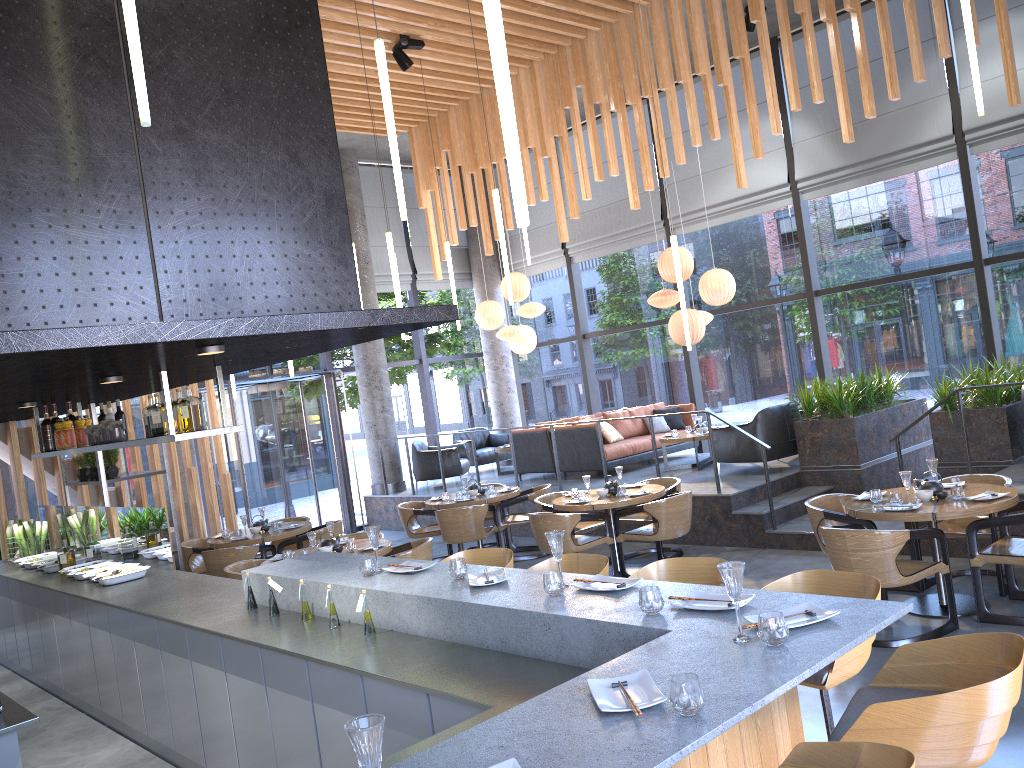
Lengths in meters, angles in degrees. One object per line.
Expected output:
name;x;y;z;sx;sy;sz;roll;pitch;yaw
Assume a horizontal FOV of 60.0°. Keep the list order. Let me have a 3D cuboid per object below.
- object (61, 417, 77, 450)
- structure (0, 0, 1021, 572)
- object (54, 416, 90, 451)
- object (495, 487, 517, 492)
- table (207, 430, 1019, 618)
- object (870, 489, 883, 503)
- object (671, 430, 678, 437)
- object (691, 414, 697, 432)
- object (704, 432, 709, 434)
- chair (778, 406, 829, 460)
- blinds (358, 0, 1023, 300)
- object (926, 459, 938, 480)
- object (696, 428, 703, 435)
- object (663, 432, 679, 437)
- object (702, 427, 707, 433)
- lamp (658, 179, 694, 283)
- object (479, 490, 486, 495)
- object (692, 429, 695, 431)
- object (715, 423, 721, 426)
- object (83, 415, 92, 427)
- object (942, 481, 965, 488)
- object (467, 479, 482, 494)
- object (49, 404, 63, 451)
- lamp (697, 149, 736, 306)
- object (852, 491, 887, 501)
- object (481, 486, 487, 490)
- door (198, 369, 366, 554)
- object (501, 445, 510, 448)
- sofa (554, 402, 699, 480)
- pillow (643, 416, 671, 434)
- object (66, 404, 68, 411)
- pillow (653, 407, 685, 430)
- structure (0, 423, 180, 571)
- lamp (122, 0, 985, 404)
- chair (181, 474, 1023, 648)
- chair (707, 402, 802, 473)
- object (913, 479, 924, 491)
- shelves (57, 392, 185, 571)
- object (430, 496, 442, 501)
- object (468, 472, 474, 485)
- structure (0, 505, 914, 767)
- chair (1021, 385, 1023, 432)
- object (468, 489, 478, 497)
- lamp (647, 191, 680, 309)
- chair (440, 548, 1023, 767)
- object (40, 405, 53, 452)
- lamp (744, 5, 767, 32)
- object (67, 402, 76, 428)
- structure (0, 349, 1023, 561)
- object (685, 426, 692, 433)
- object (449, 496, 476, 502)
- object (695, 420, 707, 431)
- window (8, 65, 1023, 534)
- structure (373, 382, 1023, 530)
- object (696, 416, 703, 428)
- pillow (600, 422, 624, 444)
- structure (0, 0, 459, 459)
object;-3.351;0.371;6.693;0.096;0.246;0.096;-8;0;3
structure;-1.476;-0.803;5.827;10.127;5.894;10.399;-8;0;-42
object;-3.391;0.377;6.821;0.235;0.246;0.096;-8;0;-22
object;-0.070;1.199;9.995;0.170;0.025;0.294;-8;0;28
table;1.348;1.281;8.587;6.876;0.968;10.659;-8;0;-42
object;2.564;0.791;6.249;0.086;0.086;0.086;-8;0;-17
object;2.101;0.636;11.452;0.086;0.086;0.086;-8;0;-38
object;2.435;0.516;11.789;0.082;0.227;0.082;-8;0;30
object;2.512;0.609;11.138;0.170;0.025;0.294;-8;0;28
chair;3.751;0.499;11.064;0.833;0.743;1.030;-8;0;33
blinds;-1.117;-2.672;11.648;17.610;2.314;8.760;-8;0;1
object;3.022;0.653;6.349;0.082;0.227;0.082;-8;0;-21
object;2.359;0.599;11.165;0.086;0.086;0.086;-8;0;-38
object;2.065;0.673;11.636;0.170;0.025;0.294;-8;0;28
object;2.460;0.596;11.427;0.116;0.065;0.116;-8;0;-13
lamp;1.997;-2.491;11.551;0.465;2.374;0.465;-8;0;-19
object;-0.334;1.228;10.035;0.080;0.042;0.080;-8;0;33
object;2.457;0.616;11.923;0.294;0.025;0.170;-8;0;-7
object;2.662;0.556;11.443;0.086;0.086;0.086;-8;0;-38
object;-3.345;0.370;6.998;0.096;0.246;0.096;-8;0;3
object;3.125;0.741;6.449;0.294;0.025;0.170;-8;0;32
object;-0.437;1.173;10.143;0.163;0.179;0.168;-8;0;13
object;-3.539;0.330;6.897;0.105;0.380;0.105;-8;0;33
lamp;0.896;-2.327;8.552;0.468;3.124;6.999;-8;0;29
object;2.582;0.819;6.436;0.170;0.025;0.294;-8;0;45
object;-0.440;1.252;10.491;0.294;0.025;0.170;-8;0;-7
door;-3.416;1.177;13.019;2.186;2.526;2.186;-8;0;-22
object;-0.077;0.980;13.852;0.170;0.025;0.294;-8;0;-17
sofa;1.648;0.767;12.506;2.226;0.811;0.864;-8;0;-42
pillow;2.078;0.580;12.758;0.332;0.263;0.203;-8;0;-22
object;-3.484;0.322;7.014;0.105;0.380;0.105;-8;0;23
pillow;2.287;0.517;12.942;0.418;0.345;0.242;-8;0;-2
structure;-4.724;1.433;10.318;2.530;2.400;1.000;-8;0;-42
lamp;-2.039;-4.910;5.122;8.774;10.231;8.975;-8;0;-44
chair;0.682;1.484;7.033;4.352;0.759;9.749;-8;0;-41
chair;2.886;0.624;10.266;1.030;0.743;0.833;-8;0;-36
object;2.939;0.737;6.398;0.086;0.086;0.086;-8;0;30
shelves;-5.890;-0.058;7.122;5.494;5.690;1.247;-8;0;-32
object;-0.854;1.312;10.136;0.170;0.025;0.294;-8;0;6
object;-0.462;1.152;10.357;0.082;0.227;0.082;-8;0;30
structure;-3.467;1.762;4.419;4.889;1.400;8.945;-8;0;-42
chair;5.022;0.318;7.899;0.833;0.743;1.030;-8;0;33
object;-0.437;1.232;9.994;0.116;0.065;0.116;-8;0;16
lamp;1.878;-2.122;11.720;0.467;2.271;0.467;-8;0;11
chair;-0.184;1.469;2.111;2.787;1.047;5.395;-8;0;25
object;-3.641;0.344;6.959;0.105;0.380;0.105;-8;0;8
lamp;2.746;-4.206;10.186;0.273;0.367;0.300;-8;0;-24
object;-3.428;0.314;6.909;0.105;0.380;0.105;-8;0;-12
structure;-1.762;1.405;9.815;15.715;1.608;4.306;-8;0;-4
object;2.342;0.601;11.768;0.086;0.086;0.086;-8;0;-5
object;-0.546;1.268;9.710;0.294;0.025;0.170;-8;0;6
object;2.460;0.538;11.575;0.163;0.179;0.168;-8;0;13
window;-0.806;-0.897;7.293;12.900;5.897;12.739;-8;0;-42
structure;-1.579;-0.009;6.220;9.054;4.117;11.718;-8;0;-43
object;2.390;0.523;11.240;0.082;0.227;0.082;-8;0;1
pillow;1.327;0.662;12.259;0.289;0.311;0.393;-8;0;28
structure;-5.024;-0.228;5.940;4.958;2.382;8.600;-8;0;-42
